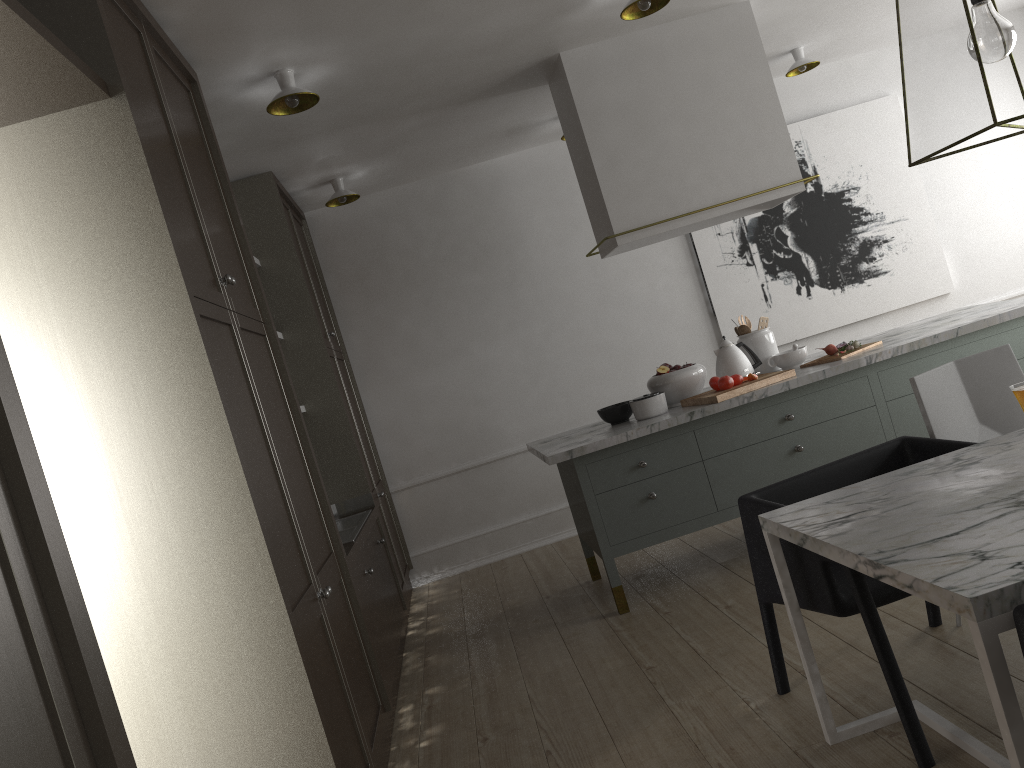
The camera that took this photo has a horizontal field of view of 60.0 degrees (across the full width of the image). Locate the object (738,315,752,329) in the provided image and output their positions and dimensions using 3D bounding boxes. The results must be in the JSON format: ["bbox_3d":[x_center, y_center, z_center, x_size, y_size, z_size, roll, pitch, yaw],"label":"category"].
[{"bbox_3d":[1.161,-0.195,4.301,0.056,0.296,0.131,-17,1,15],"label":"object"}]

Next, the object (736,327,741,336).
[{"bbox_3d":[1.144,-0.166,4.267,0.033,0.250,0.118,-16,1,36],"label":"object"}]

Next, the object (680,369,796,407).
[{"bbox_3d":[0.961,0.019,3.786,0.400,0.030,0.290,-17,1,-20],"label":"object"}]

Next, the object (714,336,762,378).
[{"bbox_3d":[1.022,-0.113,4.094,0.204,0.236,0.178,-16,1,32],"label":"object"}]

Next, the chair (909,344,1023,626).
[{"bbox_3d":[1.460,0.277,2.436,0.470,0.745,0.439,-17,1,-15],"label":"chair"}]

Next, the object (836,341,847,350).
[{"bbox_3d":[1.512,-0.171,4.057,0.057,0.039,0.049,-17,1,-8],"label":"object"}]

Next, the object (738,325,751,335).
[{"bbox_3d":[1.164,-0.172,4.223,0.117,0.251,0.061,-17,1,-25],"label":"object"}]

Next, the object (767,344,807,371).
[{"bbox_3d":[1.281,-0.126,4.095,0.159,0.110,0.172,-16,1,40],"label":"object"}]

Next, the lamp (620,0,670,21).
[{"bbox_3d":[0.487,-1.472,3.341,0.197,0.130,0.197,-16,1,30],"label":"lamp"}]

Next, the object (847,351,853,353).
[{"bbox_3d":[1.481,-0.144,3.907,0.059,0.008,0.043,-16,1,37],"label":"object"}]

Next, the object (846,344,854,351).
[{"bbox_3d":[1.495,-0.164,3.930,0.033,0.037,0.034,-18,1,-27],"label":"object"}]

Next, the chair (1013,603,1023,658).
[{"bbox_3d":[1.033,0.511,1.026,0.569,0.597,0.609,-17,1,10],"label":"chair"}]

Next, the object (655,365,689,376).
[{"bbox_3d":[0.734,-0.044,4.015,0.154,0.074,0.135,-17,1,-9],"label":"object"}]

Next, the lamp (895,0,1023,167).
[{"bbox_3d":[0.863,-1.048,1.791,0.584,1.108,0.584,-17,1,10],"label":"lamp"}]

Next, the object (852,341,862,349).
[{"bbox_3d":[1.529,-0.173,3.948,0.035,0.036,0.037,-17,1,-17],"label":"object"}]

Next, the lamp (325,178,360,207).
[{"bbox_3d":[-0.947,-1.060,4.875,0.197,0.130,0.197,-17,1,0],"label":"lamp"}]

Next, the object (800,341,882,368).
[{"bbox_3d":[1.475,-0.132,3.976,0.330,0.012,0.220,-18,1,-35],"label":"object"}]

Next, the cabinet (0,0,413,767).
[{"bbox_3d":[-1.147,0.219,2.664,0.947,2.377,5.433,-17,1,-5],"label":"cabinet"}]

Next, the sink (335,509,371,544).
[{"bbox_3d":[-0.839,0.749,3.801,0.475,0.174,0.877,-17,1,-5],"label":"sink"}]

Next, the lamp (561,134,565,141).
[{"bbox_3d":[0.353,-1.459,4.984,0.197,0.130,0.197,-17,1,-10],"label":"lamp"}]

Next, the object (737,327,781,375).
[{"bbox_3d":[1.185,-0.152,4.252,0.174,0.208,0.174,-17,1,13],"label":"object"}]

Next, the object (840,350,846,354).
[{"bbox_3d":[1.463,-0.142,3.912,0.030,0.017,0.013,-17,1,4],"label":"object"}]

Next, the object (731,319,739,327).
[{"bbox_3d":[1.163,-0.193,4.256,0.141,0.290,0.064,-17,1,9],"label":"object"}]

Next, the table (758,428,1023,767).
[{"bbox_3d":[1.569,0.335,1.807,1.781,0.583,0.870,-17,1,-5],"label":"table"}]

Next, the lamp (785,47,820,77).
[{"bbox_3d":[1.654,-1.859,5.092,0.197,0.130,0.197,-17,1,-20],"label":"lamp"}]

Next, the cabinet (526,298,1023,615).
[{"bbox_3d":[1.334,0.292,4.067,2.360,0.721,0.870,-17,1,-5],"label":"cabinet"}]

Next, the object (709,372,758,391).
[{"bbox_3d":[0.943,-0.030,3.770,0.194,0.079,0.135,-17,1,-16],"label":"object"}]

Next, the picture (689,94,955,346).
[{"bbox_3d":[1.907,-0.998,5.625,1.545,1.315,0.039,-17,1,-5],"label":"picture"}]

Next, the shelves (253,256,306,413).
[{"bbox_3d":[-1.236,-0.188,3.659,0.352,0.775,1.339,-17,1,-5],"label":"shelves"}]

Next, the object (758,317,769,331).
[{"bbox_3d":[1.177,-0.181,4.203,0.149,0.262,0.054,-17,1,10],"label":"object"}]

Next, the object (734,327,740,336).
[{"bbox_3d":[1.160,-0.171,4.297,0.114,0.247,0.050,-17,1,0],"label":"object"}]

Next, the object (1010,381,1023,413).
[{"bbox_3d":[1.126,0.065,1.902,0.071,0.188,0.071,-17,1,16],"label":"object"}]

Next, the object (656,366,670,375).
[{"bbox_3d":[0.675,-0.059,3.970,0.061,0.048,0.054,-18,1,-41],"label":"object"}]

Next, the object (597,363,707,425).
[{"bbox_3d":[0.645,0.046,4.007,0.491,0.156,0.364,-18,1,-28],"label":"object"}]

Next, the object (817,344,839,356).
[{"bbox_3d":[1.427,-0.151,4.007,0.050,0.051,0.090,-18,1,-41],"label":"object"}]

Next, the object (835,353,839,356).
[{"bbox_3d":[1.429,-0.129,3.901,0.028,0.010,0.015,-18,1,-30],"label":"object"}]

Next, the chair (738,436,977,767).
[{"bbox_3d":[1.001,0.499,2.290,0.569,0.597,0.609,-17,1,-15],"label":"chair"}]

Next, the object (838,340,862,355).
[{"bbox_3d":[1.476,-0.154,3.939,0.116,0.058,0.224,-16,1,31],"label":"object"}]

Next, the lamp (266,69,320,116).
[{"bbox_3d":[-0.813,-1.072,3.232,0.197,0.130,0.197,-16,1,30],"label":"lamp"}]

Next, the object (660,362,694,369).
[{"bbox_3d":[0.757,-0.065,4.066,0.167,0.091,0.071,-17,1,21],"label":"object"}]
